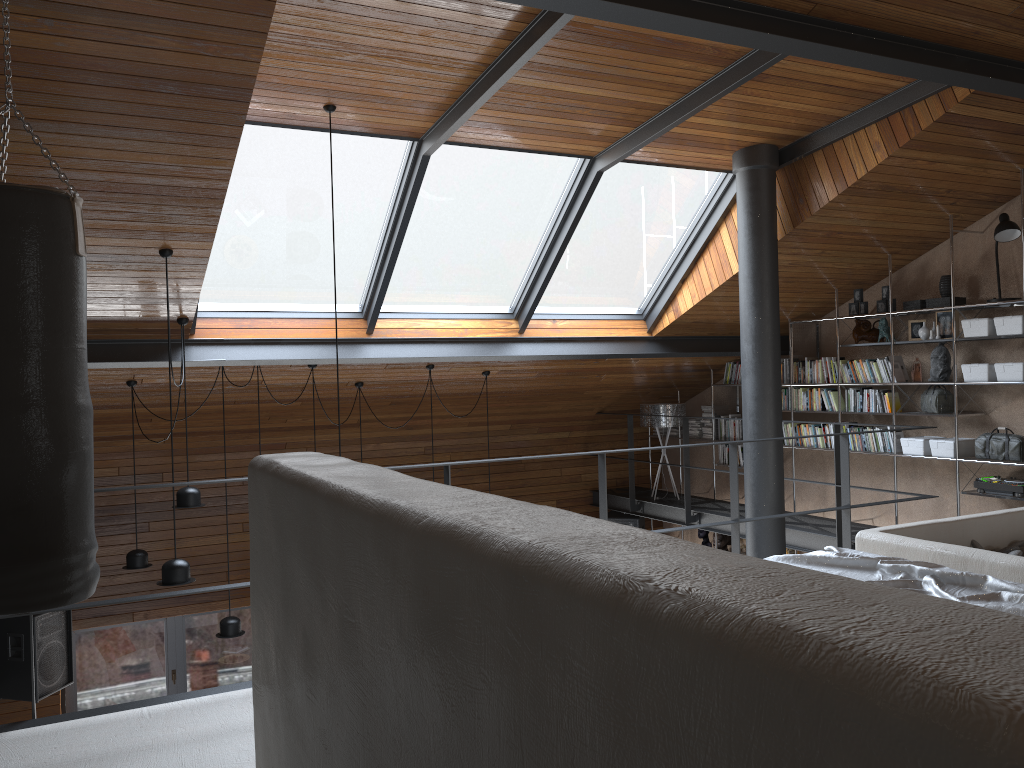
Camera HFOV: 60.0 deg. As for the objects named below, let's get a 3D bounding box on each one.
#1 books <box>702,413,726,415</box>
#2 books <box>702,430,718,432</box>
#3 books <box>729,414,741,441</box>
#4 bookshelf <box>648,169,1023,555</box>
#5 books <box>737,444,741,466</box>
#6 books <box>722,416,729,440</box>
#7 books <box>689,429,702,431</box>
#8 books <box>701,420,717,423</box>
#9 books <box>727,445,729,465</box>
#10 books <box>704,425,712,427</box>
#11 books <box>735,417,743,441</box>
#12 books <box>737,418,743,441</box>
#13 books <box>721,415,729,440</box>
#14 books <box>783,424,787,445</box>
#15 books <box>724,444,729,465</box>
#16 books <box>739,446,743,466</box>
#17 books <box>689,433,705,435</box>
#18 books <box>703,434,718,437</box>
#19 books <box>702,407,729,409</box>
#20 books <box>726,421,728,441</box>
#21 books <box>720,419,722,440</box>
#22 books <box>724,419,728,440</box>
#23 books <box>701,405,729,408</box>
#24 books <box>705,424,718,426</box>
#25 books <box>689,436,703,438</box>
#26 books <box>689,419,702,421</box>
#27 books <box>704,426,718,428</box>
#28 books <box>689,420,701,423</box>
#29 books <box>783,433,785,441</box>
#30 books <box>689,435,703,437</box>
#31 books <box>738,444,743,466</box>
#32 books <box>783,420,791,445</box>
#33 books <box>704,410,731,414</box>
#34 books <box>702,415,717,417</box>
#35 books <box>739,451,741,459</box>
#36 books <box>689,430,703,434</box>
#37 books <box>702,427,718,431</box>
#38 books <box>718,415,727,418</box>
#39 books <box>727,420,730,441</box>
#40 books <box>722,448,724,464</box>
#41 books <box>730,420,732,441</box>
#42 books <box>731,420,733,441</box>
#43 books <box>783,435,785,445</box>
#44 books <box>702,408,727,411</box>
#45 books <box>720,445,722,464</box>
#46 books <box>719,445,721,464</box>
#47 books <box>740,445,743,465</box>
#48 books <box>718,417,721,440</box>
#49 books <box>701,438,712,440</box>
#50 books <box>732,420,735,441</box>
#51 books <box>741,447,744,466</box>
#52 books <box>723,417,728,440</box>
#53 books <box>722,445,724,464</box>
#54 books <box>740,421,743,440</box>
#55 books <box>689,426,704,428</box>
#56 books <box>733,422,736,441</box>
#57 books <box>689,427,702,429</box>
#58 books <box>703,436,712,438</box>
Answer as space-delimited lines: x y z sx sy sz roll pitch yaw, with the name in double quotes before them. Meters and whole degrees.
"books" 2.169 0.317 9.408 0.228 0.016 0.182 -2 0 -27
"books" 2.181 0.494 9.413 0.258 0.016 0.181 -2 0 -25
"books" 2.304 0.447 9.145 0.143 0.268 0.020 -2 0 -27
"bookshelf" 4.201 0.796 5.565 0.421 6.219 10.738 -2 0 -27
"books" 2.350 0.723 9.029 0.133 0.218 0.051 -2 0 -27
"books" 2.277 0.456 9.253 0.192 0.251 0.012 -2 0 -27
"books" 2.072 0.494 9.669 0.234 0.016 0.182 -2 0 -22
"books" 2.172 0.393 9.409 0.288 0.025 0.175 -2 0 -21
"books" 2.269 0.731 9.162 0.111 0.198 0.008 -2 0 -27
"books" 2.186 0.440 9.424 0.227 0.013 0.160 -2 0 -15
"books" 2.346 0.461 9.064 0.146 0.240 0.023 -2 0 -27
"books" 2.357 0.464 9.034 0.148 0.234 0.013 -2 0 -27
"books" 2.267 0.454 9.261 0.191 0.255 0.012 -2 0 -27
"books" 2.634 0.479 8.418 0.111 0.197 0.043 -2 0 -27
"books" 2.273 0.718 9.201 0.161 0.223 0.017 -2 0 -27
"books" 2.369 0.726 8.991 0.131 0.205 0.051 -2 0 -27
"books" 2.063 0.541 9.681 0.222 0.021 0.174 -2 0 -27
"books" 2.178 0.541 9.412 0.239 0.021 0.174 -2 0 -21
"books" 2.163 0.252 9.426 0.228 0.016 0.182 -2 0 -27
"books" 2.271 0.480 9.175 0.130 0.208 0.010 -2 0 -27
"books" 2.250 0.466 9.268 0.169 0.232 0.018 -2 0 -27
"books" 2.275 0.466 9.206 0.160 0.231 0.021 -2 0 -27
"books" 2.163 0.237 9.438 0.228 0.016 0.182 -2 0 -27
"books" 2.186 0.425 9.412 0.225 0.017 0.167 -2 0 -27
"books" 2.052 0.576 9.688 0.234 0.016 0.182 -2 0 -27
"books" 2.049 0.386 9.686 0.231 0.012 0.159 -2 0 -22
"books" 2.178 0.452 9.418 0.222 0.012 0.160 -2 1 -33
"books" 2.057 0.406 9.678 0.268 0.025 0.176 -2 0 -27
"books" 2.630 0.490 8.442 0.112 0.176 0.039 -2 0 -27
"books" 2.064 0.560 9.677 0.234 0.016 0.182 -2 1 -32
"books" 2.367 0.723 9.023 0.137 0.216 0.049 -2 0 -27
"books" 2.633 0.463 8.435 0.122 0.230 0.057 -2 0 -27
"books" 2.188 0.294 9.420 0.234 0.028 0.180 -2 0 -27
"books" 2.155 0.334 9.417 0.208 0.017 0.167 -2 0 -27
"books" 2.369 0.737 9.006 0.120 0.188 0.048 -2 0 -27
"books" 2.060 0.517 9.679 0.240 0.028 0.180 -2 1 -37
"books" 2.174 0.473 9.409 0.258 0.028 0.180 -2 0 -21
"books" 2.250 0.454 9.312 0.207 0.255 0.010 -2 0 -27
"books" 2.288 0.476 9.169 0.146 0.210 0.018 -2 0 -27
"books" 2.240 0.745 9.224 0.119 0.172 0.014 -2 0 -27
"books" 2.304 0.466 9.128 0.129 0.231 0.010 -2 0 -27
"books" 2.312 0.464 9.100 0.148 0.234 0.013 -2 0 -27
"books" 2.617 0.491 8.447 0.111 0.174 0.041 -2 0 -27
"books" 2.162 0.271 9.425 0.216 0.021 0.174 -2 0 -27
"books" 2.227 0.730 9.244 0.127 0.201 0.011 -2 0 -27
"books" 2.238 0.720 9.283 0.164 0.219 0.010 -2 0 -27
"books" 2.375 0.721 8.979 0.137 0.216 0.049 -2 0 -27
"books" 2.222 0.466 9.285 0.148 0.234 0.013 -2 0 -27
"books" 2.169 0.576 9.420 0.252 0.016 0.182 -2 0 -21
"books" 2.322 0.464 9.091 0.148 0.234 0.013 -2 0 -27
"books" 2.381 0.733 8.964 0.138 0.191 0.049 -2 0 -27
"books" 2.262 0.465 9.232 0.148 0.234 0.013 -2 0 -27
"books" 2.238 0.730 9.237 0.127 0.201 0.011 -2 0 -27
"books" 2.376 0.478 8.978 0.148 0.206 0.018 -2 0 -27
"books" 2.073 0.461 9.684 0.213 0.017 0.167 -2 1 -32
"books" 2.327 0.482 9.077 0.143 0.199 0.019 -2 0 -27
"books" 2.072 0.478 9.667 0.234 0.016 0.182 -2 1 -37
"books" 2.179 0.560 9.408 0.247 0.016 0.182 -2 0 -27
